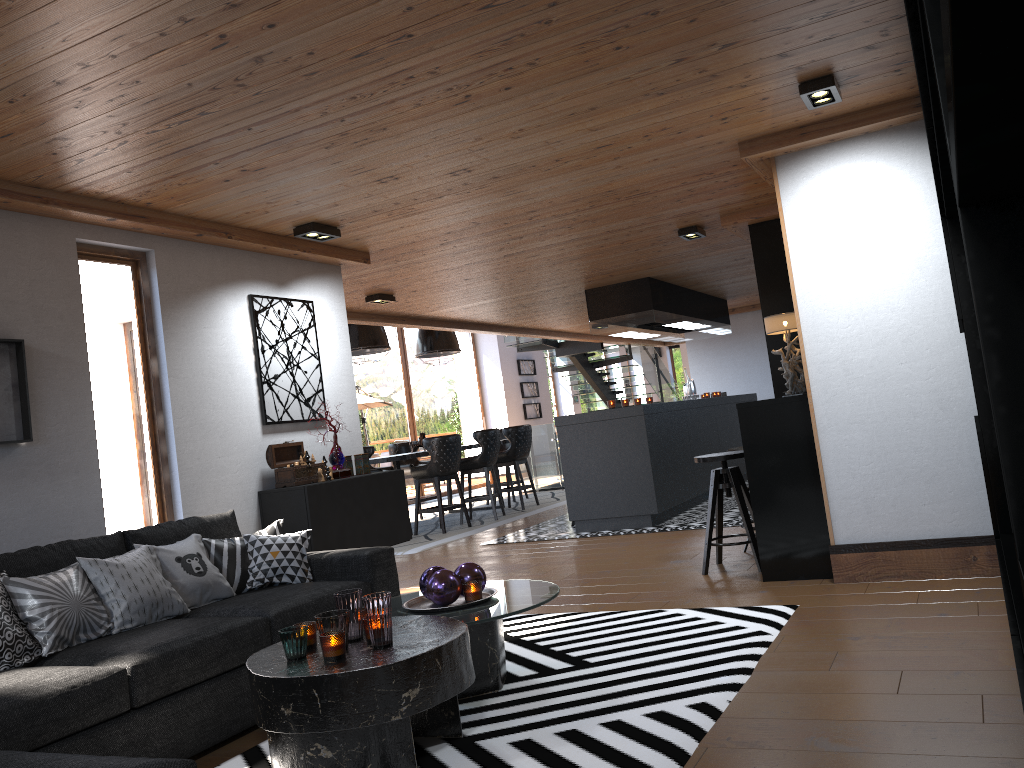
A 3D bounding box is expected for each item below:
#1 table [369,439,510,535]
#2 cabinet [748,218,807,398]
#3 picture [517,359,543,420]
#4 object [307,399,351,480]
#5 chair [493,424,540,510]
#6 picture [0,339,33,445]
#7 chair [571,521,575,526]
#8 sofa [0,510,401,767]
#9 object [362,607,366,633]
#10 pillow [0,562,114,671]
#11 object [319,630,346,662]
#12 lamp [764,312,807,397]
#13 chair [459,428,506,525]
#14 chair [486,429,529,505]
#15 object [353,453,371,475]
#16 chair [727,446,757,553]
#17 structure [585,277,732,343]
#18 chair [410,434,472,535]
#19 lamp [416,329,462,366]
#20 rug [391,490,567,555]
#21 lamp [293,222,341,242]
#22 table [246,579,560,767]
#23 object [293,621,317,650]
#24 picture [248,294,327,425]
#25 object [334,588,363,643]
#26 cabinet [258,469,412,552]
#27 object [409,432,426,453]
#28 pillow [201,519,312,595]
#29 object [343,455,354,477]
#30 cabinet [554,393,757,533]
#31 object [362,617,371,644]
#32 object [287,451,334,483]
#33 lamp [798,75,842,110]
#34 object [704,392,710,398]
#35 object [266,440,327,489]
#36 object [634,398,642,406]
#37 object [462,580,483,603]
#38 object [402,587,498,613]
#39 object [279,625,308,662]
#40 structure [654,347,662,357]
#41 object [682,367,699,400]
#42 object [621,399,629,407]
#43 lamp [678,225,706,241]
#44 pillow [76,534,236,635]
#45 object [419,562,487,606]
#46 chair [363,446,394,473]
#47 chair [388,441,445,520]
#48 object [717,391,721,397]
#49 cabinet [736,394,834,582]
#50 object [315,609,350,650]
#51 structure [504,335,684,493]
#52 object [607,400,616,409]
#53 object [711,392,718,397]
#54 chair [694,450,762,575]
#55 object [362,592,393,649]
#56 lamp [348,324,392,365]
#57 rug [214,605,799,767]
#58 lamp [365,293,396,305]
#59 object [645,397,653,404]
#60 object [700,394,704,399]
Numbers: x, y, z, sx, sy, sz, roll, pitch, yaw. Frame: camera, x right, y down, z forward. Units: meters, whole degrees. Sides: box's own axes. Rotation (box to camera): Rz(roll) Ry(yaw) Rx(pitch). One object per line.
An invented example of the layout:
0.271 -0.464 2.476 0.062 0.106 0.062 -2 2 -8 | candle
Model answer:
-1.005 1.317 11.259 1.415 0.950 3.834 -9 -4 27 | table
3.604 -0.157 9.315 0.538 2.382 6.492 -10 -4 27 | cabinet
0.392 0.114 19.481 0.058 1.313 0.781 -10 -4 27 | picture
-1.121 0.339 5.506 0.150 0.505 0.328 -9 -4 26 | object
0.040 1.101 11.585 0.562 1.093 0.509 -9 -4 25 | chair
-2.270 0.035 3.639 0.066 0.451 0.564 -10 -4 27 | picture
0.865 0.978 9.072 0.464 0.840 0.544 -10 -4 28 | chair
-1.257 0.944 2.978 2.067 0.819 3.119 -9 -4 27 | sofa
-0.497 0.833 3.136 0.078 0.081 0.080 -11 -5 41 | object
-1.820 0.869 3.268 0.272 0.356 0.735 -9 -4 27 | pillow
-0.560 0.821 2.780 0.078 0.081 0.080 -11 -5 41 | object
1.753 -0.182 5.589 0.245 0.516 0.250 -10 -4 30 | lamp
-0.360 1.106 10.699 0.566 1.093 0.506 -8 -4 10 | chair
-0.121 1.206 13.068 0.499 1.093 0.573 -9 -4 26 | chair
-0.973 0.520 5.757 0.107 0.135 0.097 -9 -4 17 | object
1.753 0.776 6.113 0.436 0.717 0.446 -10 -4 30 | chair
1.845 -0.828 10.540 0.703 0.476 3.282 -9 -4 27 | structure
-0.794 1.135 9.990 0.561 1.093 0.510 -10 -4 35 | chair
-1.267 -2.570 11.888 0.626 4.688 0.616 -6 -4 -18 | lamp
-0.743 1.755 11.493 2.525 0.047 5.686 -9 -4 27 | rug
-1.167 -0.914 5.311 0.154 0.068 0.263 -9 -4 27 | lamp
-0.375 1.055 3.338 0.887 0.372 1.539 -9 -4 27 | table
-0.698 0.852 2.997 0.078 0.081 0.080 -11 -5 41 | object
-1.376 -0.148 5.480 0.020 0.782 0.568 -10 -4 27 | picture
-0.549 0.790 3.017 0.094 0.167 0.094 -8 -4 -2 | object
-1.054 0.818 5.429 0.354 0.468 0.964 -9 -4 27 | cabinet
-1.201 0.746 11.301 0.222 0.254 0.115 -7 -4 -11 | object
-1.233 0.855 4.304 0.538 0.346 0.298 -7 -4 -13 | pillow
-1.070 0.528 5.665 0.098 0.135 0.107 -5 -4 -32 | object
1.963 0.764 10.272 0.880 1.104 4.847 -9 -4 27 | cabinet
-0.454 0.817 2.957 0.078 0.081 0.080 -11 -5 41 | object
-1.179 0.487 5.242 0.200 0.197 0.359 -10 -4 38 | object
1.405 -1.334 4.039 0.154 0.068 0.263 -9 -4 27 | lamp
2.488 0.151 11.305 0.079 0.081 0.079 -7 -3 -8 | object
-1.270 0.462 5.227 0.207 0.270 0.289 -9 -4 27 | object
1.268 0.184 8.927 0.080 0.081 0.078 -7 -4 -18 | object
-0.157 0.834 3.550 0.078 0.081 0.080 -11 -5 41 | object
-0.252 0.885 3.629 0.399 0.022 0.389 -5 -4 -45 | object
-0.698 0.836 2.853 0.093 0.099 0.091 -6 -4 -26 | object
4.565 -1.003 27.778 0.211 0.350 0.215 -9 -4 26 | structure
2.302 0.002 11.534 0.224 0.453 0.227 -9 -4 26 | object
1.099 0.189 8.598 0.080 0.081 0.078 -7 -4 -18 | object
1.394 -1.175 6.870 0.154 0.068 0.263 -9 -4 27 | lamp
-1.534 0.848 3.858 0.281 0.329 0.732 -9 -3 17 | pillow
-0.257 0.818 3.617 0.283 0.143 0.265 -8 -3 10 | object
-1.797 1.346 11.512 0.566 1.093 0.506 -8 -4 10 | chair
-1.361 1.336 12.220 0.561 1.093 0.510 -10 -4 35 | chair
2.752 0.144 11.820 0.079 0.081 0.079 -7 -3 -8 | object
1.897 0.570 5.626 0.425 1.010 1.641 -9 -4 27 | cabinet
-0.582 0.811 2.901 0.113 0.122 0.113 -8 -3 3 | object
-0.170 1.588 16.855 9.116 6.402 11.133 -9 -4 27 | structure
0.930 0.194 8.269 0.080 0.081 0.078 -7 -4 -18 | object
2.664 0.146 11.649 0.079 0.081 0.079 -7 -3 -8 | object
1.364 0.793 5.510 0.389 0.721 0.397 -9 -4 26 | chair
-0.428 0.765 2.863 0.094 0.167 0.094 -8 -4 -2 | object
-2.001 -2.550 10.457 0.626 4.688 0.616 -6 -4 -18 | lamp
0.005 1.200 3.350 1.644 0.020 2.929 -9 -4 26 | rug
-1.179 -0.767 7.945 0.154 0.068 0.263 -9 -4 27 | lamp
1.437 0.180 9.256 0.080 0.081 0.078 -7 -4 -18 | object
2.679 0.186 12.394 0.080 0.081 0.078 -6 -4 -28 | object
